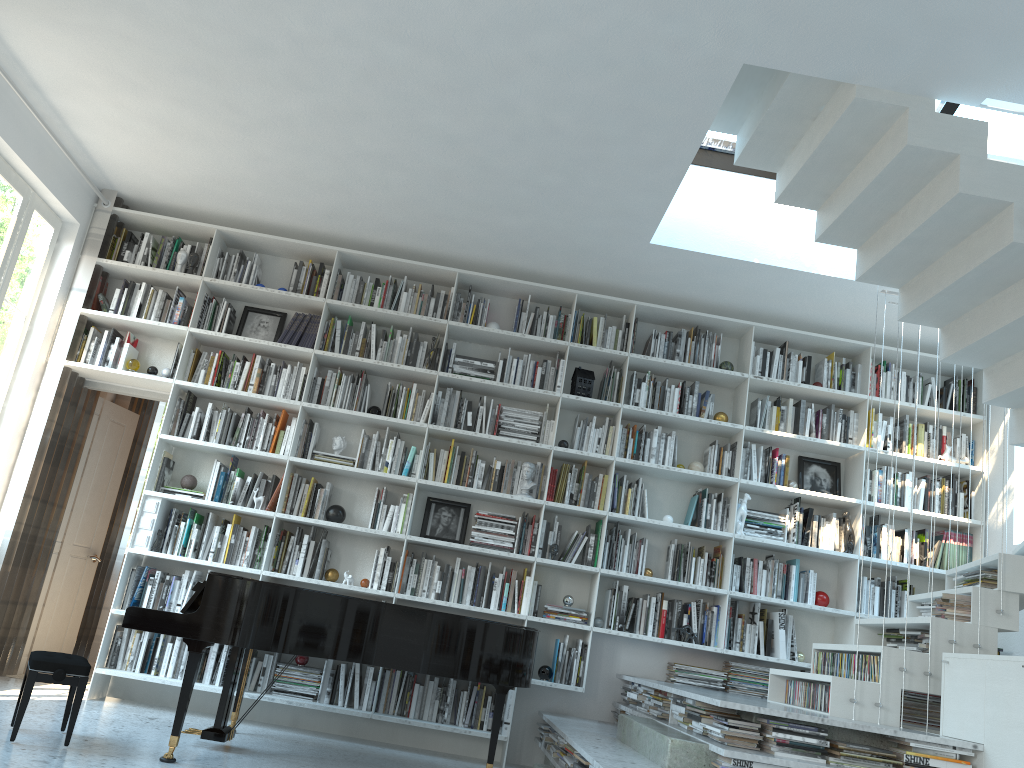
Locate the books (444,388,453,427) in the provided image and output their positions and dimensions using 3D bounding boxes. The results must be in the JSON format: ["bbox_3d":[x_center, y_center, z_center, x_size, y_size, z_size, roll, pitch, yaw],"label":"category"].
[{"bbox_3d":[-0.439,0.193,6.096,0.014,0.312,0.134,10,-15,-1],"label":"books"}]

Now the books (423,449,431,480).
[{"bbox_3d":[-0.574,0.567,5.989,0.011,0.234,0.142,10,-15,-1],"label":"books"}]

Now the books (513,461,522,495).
[{"bbox_3d":[0.028,0.659,5.997,0.024,0.258,0.127,10,-15,-1],"label":"books"}]

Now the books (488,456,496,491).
[{"bbox_3d":[-0.139,0.629,5.989,0.014,0.258,0.162,10,-15,-1],"label":"books"}]

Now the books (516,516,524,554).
[{"bbox_3d":[0.043,1.017,5.894,0.011,0.260,0.185,10,-15,-1],"label":"books"}]

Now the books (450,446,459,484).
[{"bbox_3d":[-0.390,0.570,5.973,0.010,0.280,0.171,10,-15,-1],"label":"books"}]

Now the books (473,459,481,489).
[{"bbox_3d":[-0.240,0.630,5.977,0.024,0.216,0.176,10,-16,-1],"label":"books"}]

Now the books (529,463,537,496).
[{"bbox_3d":[0.132,0.676,5.997,0.025,0.259,0.131,10,-15,-1],"label":"books"}]

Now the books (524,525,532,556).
[{"bbox_3d":[0.101,1.053,5.904,0.021,0.216,0.132,10,-15,-1],"label":"books"}]

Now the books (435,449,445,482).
[{"bbox_3d":[-0.489,0.575,5.989,0.026,0.247,0.139,10,-15,-1],"label":"books"}]

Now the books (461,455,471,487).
[{"bbox_3d":[-0.314,0.610,5.985,0.025,0.235,0.137,10,-15,-1],"label":"books"}]

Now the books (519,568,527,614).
[{"bbox_3d":[0.065,1.363,5.816,0.011,0.299,0.149,10,-15,-1],"label":"books"}]

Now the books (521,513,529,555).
[{"bbox_3d":[0.079,1.013,5.908,0.011,0.287,0.152,10,-15,-1],"label":"books"}]

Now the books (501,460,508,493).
[{"bbox_3d":[-0.059,0.643,5.967,0.012,0.244,0.186,10,-16,-1],"label":"books"}]

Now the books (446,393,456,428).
[{"bbox_3d":[-0.422,0.212,6.065,0.025,0.265,0.186,10,-15,-1],"label":"books"}]

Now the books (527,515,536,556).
[{"bbox_3d":[0.123,1.021,5.896,0.011,0.278,0.186,10,-15,-1],"label":"books"}]

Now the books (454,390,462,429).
[{"bbox_3d":[-0.374,0.206,6.080,0.011,0.299,0.180,10,-15,-1],"label":"books"}]

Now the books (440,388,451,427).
[{"bbox_3d":[-0.458,0.192,6.075,0.026,0.296,0.179,10,-15,-1],"label":"books"}]

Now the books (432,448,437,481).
[{"bbox_3d":[-0.523,0.569,5.978,0.042,0.241,0.162,10,-15,-1],"label":"books"}]

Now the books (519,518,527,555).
[{"bbox_3d":[0.065,1.026,5.904,0.013,0.255,0.163,10,-15,-1],"label":"books"}]

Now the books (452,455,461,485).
[{"bbox_3d":[-0.379,0.604,5.989,0.024,0.228,0.148,10,-15,-1],"label":"books"}]

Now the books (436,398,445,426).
[{"bbox_3d":[-0.491,0.224,6.083,0.027,0.227,0.148,10,-15,-1],"label":"books"}]

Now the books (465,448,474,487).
[{"bbox_3d":[-0.291,0.589,5.985,0.013,0.283,0.177,10,-15,-1],"label":"books"}]

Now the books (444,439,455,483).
[{"bbox_3d":[-0.422,0.542,5.964,0.014,0.316,0.188,10,-15,-1],"label":"books"}]

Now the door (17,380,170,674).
[{"bbox_3d":[-2.838,1.069,6.252,0.834,1.974,0.789,10,-15,-1],"label":"door"}]

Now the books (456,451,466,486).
[{"bbox_3d":[-0.351,0.595,6.000,0.028,0.258,0.135,10,-15,-1],"label":"books"}]

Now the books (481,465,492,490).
[{"bbox_3d":[-0.176,0.654,5.989,0.050,0.198,0.146,10,-16,-1],"label":"books"}]

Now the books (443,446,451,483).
[{"bbox_3d":[-0.440,0.568,6.001,0.010,0.283,0.137,10,-15,-1],"label":"books"}]

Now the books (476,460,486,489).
[{"bbox_3d":[-0.213,0.636,5.979,0.030,0.214,0.169,10,-16,-1],"label":"books"}]

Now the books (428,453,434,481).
[{"bbox_3d":[-0.543,0.579,5.962,0.053,0.208,0.156,10,-16,-1],"label":"books"}]

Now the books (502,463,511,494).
[{"bbox_3d":[-0.045,0.663,6.000,0.025,0.229,0.143,10,-15,-1],"label":"books"}]

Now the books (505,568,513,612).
[{"bbox_3d":[-0.025,1.357,5.821,0.010,0.283,0.132,10,-15,-1],"label":"books"}]

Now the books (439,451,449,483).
[{"bbox_3d":[-0.462,0.582,5.983,0.029,0.239,0.156,10,-15,-1],"label":"books"}]

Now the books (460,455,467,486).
[{"bbox_3d":[-0.332,0.608,5.976,0.012,0.227,0.170,10,-16,-1],"label":"books"}]

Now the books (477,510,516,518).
[{"bbox_3d":[-0.103,0.878,5.924,0.254,0.012,0.161,9,-16,2],"label":"books"}]

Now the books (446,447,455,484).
[{"bbox_3d":[-0.412,0.569,5.957,0.015,0.266,0.189,10,-16,-1],"label":"books"}]

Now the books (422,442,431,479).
[{"bbox_3d":[-0.580,0.543,5.996,0.010,0.281,0.140,10,-15,-1],"label":"books"}]

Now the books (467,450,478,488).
[{"bbox_3d":[-0.271,0.596,5.970,0.028,0.267,0.190,10,-15,-1],"label":"books"}]

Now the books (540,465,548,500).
[{"bbox_3d":[0.207,0.691,6.013,0.023,0.264,0.107,10,-15,-1],"label":"books"}]

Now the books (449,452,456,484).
[{"bbox_3d":[-0.404,0.590,5.986,0.010,0.244,0.150,10,-15,-1],"label":"books"}]

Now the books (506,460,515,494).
[{"bbox_3d":[-0.017,0.649,5.986,0.025,0.258,0.151,10,-15,-1],"label":"books"}]

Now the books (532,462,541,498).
[{"bbox_3d":[0.158,0.674,6.010,0.025,0.278,0.108,10,-15,-1],"label":"books"}]

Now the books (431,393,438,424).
[{"bbox_3d":[-0.534,0.203,6.080,0.012,0.253,0.161,10,-15,-1],"label":"books"}]

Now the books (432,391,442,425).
[{"bbox_3d":[-0.513,0.197,6.072,0.026,0.266,0.171,10,-15,-1],"label":"books"}]

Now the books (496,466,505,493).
[{"bbox_3d":[-0.083,0.663,5.970,0.029,0.200,0.179,10,-16,-1],"label":"books"}]

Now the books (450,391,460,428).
[{"bbox_3d":[-0.394,0.207,6.087,0.029,0.294,0.151,10,-15,-1],"label":"books"}]

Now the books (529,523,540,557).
[{"bbox_3d":[0.141,1.046,5.880,0.034,0.228,0.200,10,-16,-1],"label":"books"}]

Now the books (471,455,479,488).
[{"bbox_3d":[-0.255,0.614,5.994,0.011,0.251,0.131,10,-15,-1],"label":"books"}]

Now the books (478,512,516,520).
[{"bbox_3d":[-0.105,0.890,5.923,0.254,0.012,0.161,11,-16,-4],"label":"books"}]

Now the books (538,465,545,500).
[{"bbox_3d":[0.189,0.688,6.005,0.014,0.260,0.137,10,-15,-1],"label":"books"}]

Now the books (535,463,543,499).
[{"bbox_3d":[0.177,0.679,5.993,0.014,0.265,0.154,10,-15,-1],"label":"books"}]

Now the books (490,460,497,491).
[{"bbox_3d":[-0.129,0.641,5.982,0.010,0.233,0.175,10,-16,-1],"label":"books"}]

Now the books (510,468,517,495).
[{"bbox_3d":[0.001,0.682,5.996,0.022,0.206,0.114,10,-15,-1],"label":"books"}]

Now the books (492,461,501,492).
[{"bbox_3d":[-0.110,0.646,5.971,0.029,0.223,0.186,10,-16,-1],"label":"books"}]

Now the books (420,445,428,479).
[{"bbox_3d":[-0.593,0.552,5.983,0.012,0.253,0.161,10,-15,-1],"label":"books"}]

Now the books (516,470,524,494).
[{"bbox_3d":[0.052,0.691,5.988,0.035,0.201,0.149,10,-16,-1],"label":"books"}]

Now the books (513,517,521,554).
[{"bbox_3d":[0.031,1.019,5.895,0.012,0.253,0.161,10,-15,-1],"label":"books"}]

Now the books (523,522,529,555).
[{"bbox_3d":[0.086,1.043,5.908,0.013,0.232,0.134,10,-15,-1],"label":"books"}]
